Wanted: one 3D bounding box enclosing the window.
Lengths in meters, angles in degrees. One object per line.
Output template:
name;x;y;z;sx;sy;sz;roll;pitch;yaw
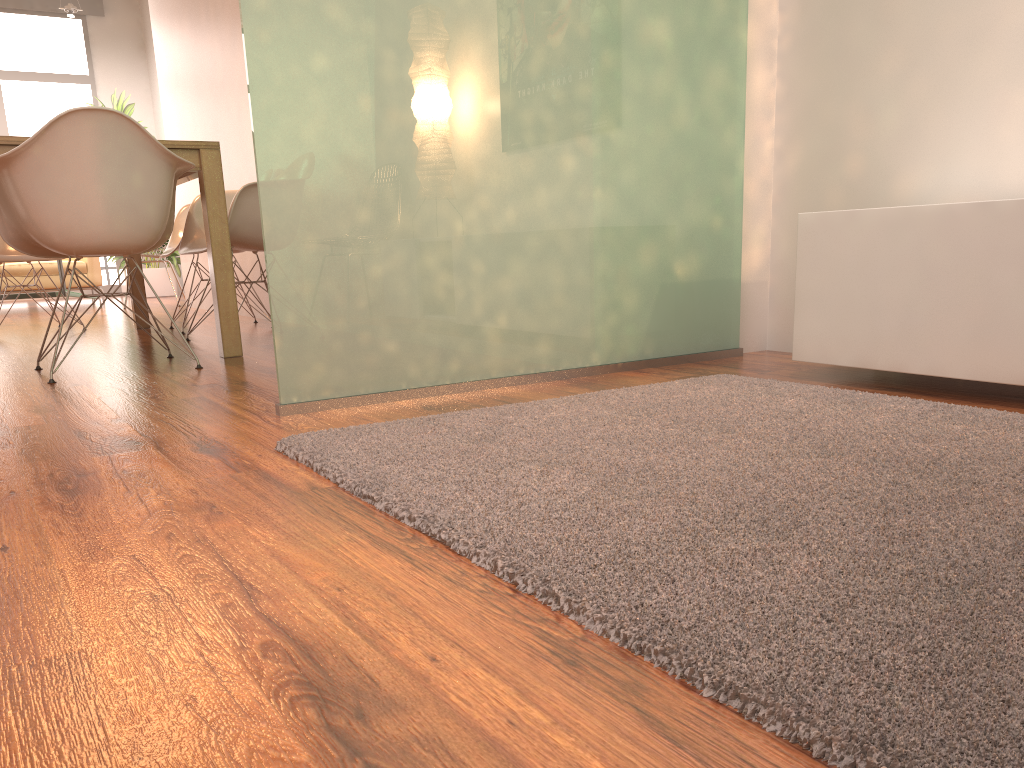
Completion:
window;-8.271;-2.301;8.384;8.477;3.352;0.061;-8;15;-30

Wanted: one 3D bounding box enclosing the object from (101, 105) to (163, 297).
object;-4.315;-2.078;10.058;1.076;2.151;0.949;-5;13;-13

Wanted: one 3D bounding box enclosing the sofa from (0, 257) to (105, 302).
sofa;-5.163;-1.211;8.863;1.784;0.856;0.870;-8;13;-30

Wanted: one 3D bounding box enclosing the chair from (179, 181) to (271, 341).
chair;-1.218;-0.648;4.168;0.634;0.880;0.680;-13;16;-40

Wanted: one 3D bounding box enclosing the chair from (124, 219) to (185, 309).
chair;-3.100;-1.130;7.619;0.559;0.921;0.533;-5;13;-11

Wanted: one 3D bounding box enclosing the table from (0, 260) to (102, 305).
table;-4.493;-0.934;7.825;1.852;0.572;0.930;-8;12;-30

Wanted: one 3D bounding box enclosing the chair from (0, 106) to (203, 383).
chair;-1.464;-0.478;3.133;0.676;0.880;0.637;-11;15;-35

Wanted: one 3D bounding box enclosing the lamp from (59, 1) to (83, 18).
lamp;-4.663;-4.121;9.274;0.134;0.493;0.194;5;15;26

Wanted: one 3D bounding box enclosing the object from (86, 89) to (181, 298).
object;-3.947;-2.006;9.502;0.961;2.151;1.063;-6;13;-18

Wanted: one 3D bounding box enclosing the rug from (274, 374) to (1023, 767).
rug;0.597;0.169;1.288;1.267;0.009;2.051;-8;10;-31

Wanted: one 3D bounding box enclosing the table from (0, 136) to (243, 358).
table;-2.071;-0.570;4.040;1.016;0.827;2.053;-9;11;-31

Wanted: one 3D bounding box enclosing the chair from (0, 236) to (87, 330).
chair;-2.932;-0.744;5.218;0.640;0.880;0.673;9;16;42

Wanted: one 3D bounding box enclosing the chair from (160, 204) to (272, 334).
chair;-1.624;-0.750;4.931;0.636;0.880;0.677;-9;14;-31

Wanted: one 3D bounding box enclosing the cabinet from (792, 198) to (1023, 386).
cabinet;1.417;-0.181;1.721;0.398;0.398;1.815;-9;11;-31
